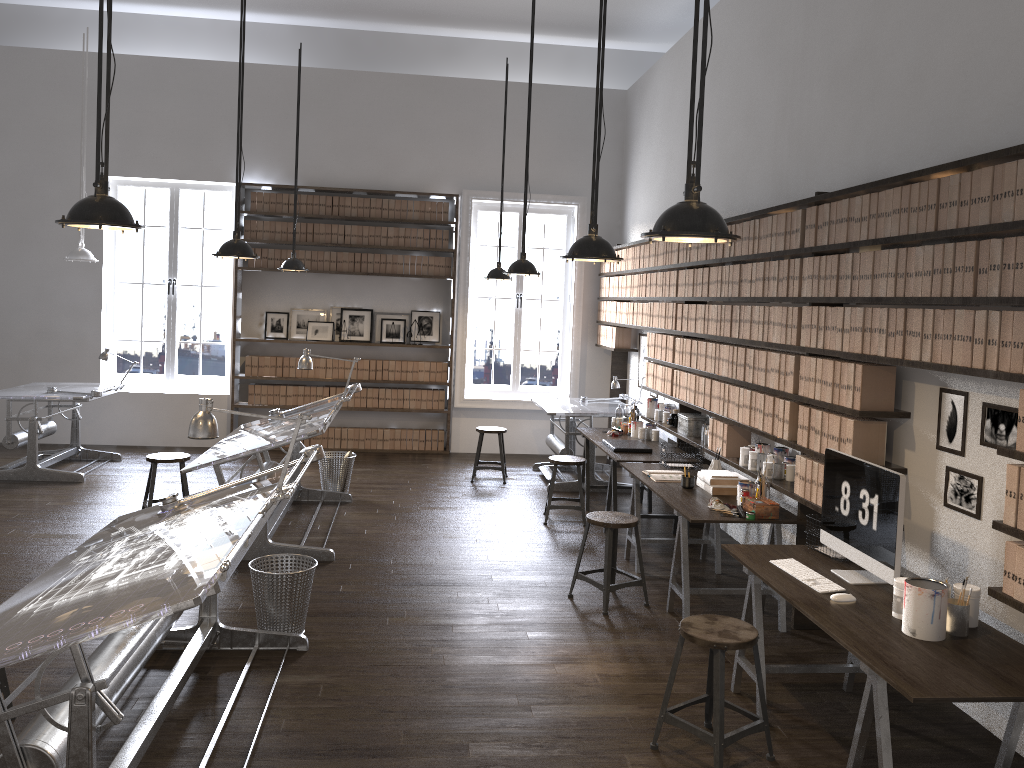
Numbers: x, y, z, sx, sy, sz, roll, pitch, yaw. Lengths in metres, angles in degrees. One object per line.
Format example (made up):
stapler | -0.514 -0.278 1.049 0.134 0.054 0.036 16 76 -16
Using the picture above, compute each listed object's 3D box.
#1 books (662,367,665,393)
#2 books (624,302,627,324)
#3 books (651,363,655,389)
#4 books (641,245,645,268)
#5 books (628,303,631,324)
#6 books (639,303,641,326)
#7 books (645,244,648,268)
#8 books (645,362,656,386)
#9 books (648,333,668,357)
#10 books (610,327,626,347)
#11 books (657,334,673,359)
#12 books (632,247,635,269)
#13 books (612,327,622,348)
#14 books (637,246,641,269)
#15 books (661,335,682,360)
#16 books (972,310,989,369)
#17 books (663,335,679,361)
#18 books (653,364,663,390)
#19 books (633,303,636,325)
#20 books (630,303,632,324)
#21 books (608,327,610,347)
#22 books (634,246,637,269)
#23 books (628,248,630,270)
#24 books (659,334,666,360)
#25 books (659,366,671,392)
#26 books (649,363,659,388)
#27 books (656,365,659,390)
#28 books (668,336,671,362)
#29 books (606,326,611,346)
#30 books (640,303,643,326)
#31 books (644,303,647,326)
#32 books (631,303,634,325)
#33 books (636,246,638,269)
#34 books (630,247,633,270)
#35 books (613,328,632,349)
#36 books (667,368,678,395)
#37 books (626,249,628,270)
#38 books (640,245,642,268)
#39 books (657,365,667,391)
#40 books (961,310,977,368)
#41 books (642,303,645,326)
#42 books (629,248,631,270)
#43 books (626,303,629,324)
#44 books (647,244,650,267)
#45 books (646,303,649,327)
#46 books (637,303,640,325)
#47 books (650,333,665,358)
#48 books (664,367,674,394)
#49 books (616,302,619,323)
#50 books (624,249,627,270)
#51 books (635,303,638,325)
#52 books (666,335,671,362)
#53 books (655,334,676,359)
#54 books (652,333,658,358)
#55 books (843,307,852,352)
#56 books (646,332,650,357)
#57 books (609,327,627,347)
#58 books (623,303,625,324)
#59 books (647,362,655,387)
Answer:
books | 1.381 -0.033 7.596 0.174 0.225 0.067 2 3 -6
books | 1.241 -0.716 9.035 0.174 0.225 0.067 2 3 -7
books | 1.343 -0.068 7.948 0.174 0.225 0.067 2 3 -7
books | 1.329 -1.210 8.446 0.174 0.225 0.067 2 3 -7
books | 1.260 -0.702 8.901 0.174 0.225 0.067 2 3 -7
books | 1.309 -0.660 8.476 0.174 0.225 0.067 2 3 -7
books | 1.349 -1.196 8.306 0.174 0.225 0.067 2 3 -6
books | 1.320 -0.088 8.149 0.174 0.225 0.067 2 3 -7
books | 1.341 -0.351 8.073 0.174 0.225 0.067 2 3 -6
books | 1.164 -0.504 9.636 0.174 0.225 0.067 2 3 -6
books | 1.374 -0.325 7.807 0.174 0.225 0.067 2 3 -6
books | 1.288 -1.244 8.792 0.174 0.225 0.067 2 3 -7
books | 1.179 -0.497 9.567 0.174 0.225 0.067 2 3 -6
books | 1.312 -1.224 8.591 0.174 0.225 0.067 2 3 -6
books | 1.390 -0.311 7.666 0.174 0.225 0.067 2 3 -7
books | 1.870 -0.167 3.391 0.174 0.225 0.067 2 3 -6
books | 1.393 -0.304 7.591 0.174 0.225 0.067 2 3 -6
books | 1.355 -0.061 7.879 0.174 0.225 0.067 2 3 -6
books | 1.286 -0.681 8.688 0.174 0.225 0.067 2 3 -6
books | 1.270 -0.696 8.836 0.174 0.225 0.067 2 3 -6
books | 1.153 -0.517 9.765 0.174 0.225 0.067 2 3 -7
books | 1.299 -1.238 8.730 0.174 0.225 0.067 2 3 -6
books | 1.272 -1.265 9.006 0.174 0.225 0.067 2 3 -7
books | 1.378 -0.318 7.736 0.174 0.225 0.067 2 3 -7
books | 1.373 -0.040 7.668 0.174 0.225 0.067 2 3 -7
books | 1.337 -0.075 8.020 0.174 0.225 0.067 2 3 -6
books | 1.365 -0.054 7.810 0.174 0.225 0.067 2 3 -6
books | 1.413 -0.289 7.443 0.174 0.225 0.067 2 3 -6
books | 1.143 -0.524 9.837 0.174 0.225 0.067 2 3 -6
books | 1.311 -0.654 8.409 0.174 0.225 0.067 2 3 -6
books | 1.328 -0.641 8.281 0.174 0.225 0.067 2 3 -7
books | 1.272 -0.689 8.762 0.174 0.225 0.067 2 3 -7
books | 1.309 -1.231 8.665 0.174 0.225 0.067 2 3 -7
books | 1.280 -1.251 8.864 0.174 0.225 0.067 2 3 -6
books | 1.185 -0.491 9.498 0.174 0.225 0.067 2 3 -6
books | 1.402 -0.021 7.469 0.174 0.225 0.067 2 3 -6
books | 1.262 -1.272 9.075 0.174 0.225 0.067 2 3 -7
books | 1.326 -1.217 8.517 0.174 0.225 0.067 2 3 -7
books | 1.369 -0.047 7.740 0.174 0.225 0.067 2 3 -7
books | 1.862 -0.174 3.463 0.174 0.225 0.067 2 3 -7
books | 1.323 -0.647 8.343 0.174 0.225 0.067 2 3 -7
books | 1.276 -1.258 8.937 0.174 0.225 0.067 2 3 -6
books | 1.249 -0.708 8.963 0.174 0.225 0.067 2 3 -6
books | 1.350 -1.190 8.238 0.174 0.225 0.067 2 3 -7
books | 1.334 -0.634 8.208 0.174 0.225 0.067 2 3 -6
books | 1.301 -0.667 8.547 0.174 0.225 0.067 2 3 -7
books | 1.350 -0.345 8.011 0.174 0.225 0.067 2 3 -6
books | 1.393 -0.027 7.534 0.174 0.225 0.067 2 3 -7
books | 1.204 -0.751 9.397 0.174 0.225 0.067 2 3 -7
books | 1.250 -1.279 9.145 0.174 0.225 0.067 2 3 -6
books | 1.289 -0.674 8.617 0.174 0.225 0.067 2 3 -6
books | 1.407 -0.296 7.518 0.174 0.225 0.067 2 3 -7
books | 1.366 -0.331 7.878 0.174 0.225 0.067 2 3 -6
books | 1.353 -0.338 7.944 0.174 0.225 0.067 2 3 -7
books | 1.758 -0.269 4.431 0.174 0.225 0.067 2 3 -6
books | 1.332 -0.358 8.145 0.174 0.225 0.067 2 3 -7
books | 1.161 -0.511 9.703 0.174 0.225 0.067 2 3 -7
books | 1.236 -0.723 9.107 0.174 0.225 0.067 2 3 -7
books | 1.332 -0.081 8.083 0.174 0.225 0.067 2 3 -6
